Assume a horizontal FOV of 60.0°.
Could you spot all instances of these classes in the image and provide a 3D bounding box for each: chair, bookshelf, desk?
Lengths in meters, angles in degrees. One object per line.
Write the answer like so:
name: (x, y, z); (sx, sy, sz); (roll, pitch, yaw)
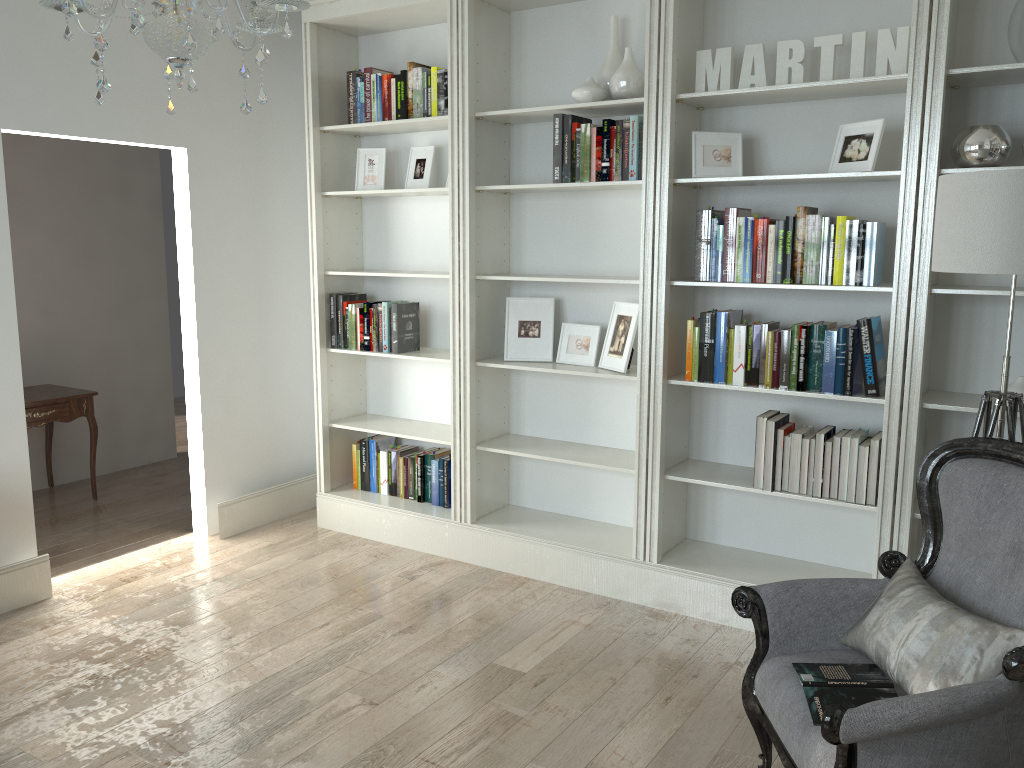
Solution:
chair: (1.031, 0.690, 2.258); (0.763, 1.024, 0.778); (0, 9, -2)
bookshelf: (-0.546, -0.626, 4.548); (0.972, 2.523, 0.399); (6, 11, 32)
bookshelf: (0.271, -0.540, 4.029); (0.972, 2.523, 0.399); (6, 11, 32)
desk: (-2.893, 0.405, 5.139); (0.555, 0.668, 0.800); (6, 11, 32)
bookshelf: (1.088, -0.454, 3.509); (0.972, 2.523, 0.399); (6, 11, 32)
bookshelf: (1.906, -0.367, 2.990); (0.972, 2.523, 0.399); (6, 11, 32)

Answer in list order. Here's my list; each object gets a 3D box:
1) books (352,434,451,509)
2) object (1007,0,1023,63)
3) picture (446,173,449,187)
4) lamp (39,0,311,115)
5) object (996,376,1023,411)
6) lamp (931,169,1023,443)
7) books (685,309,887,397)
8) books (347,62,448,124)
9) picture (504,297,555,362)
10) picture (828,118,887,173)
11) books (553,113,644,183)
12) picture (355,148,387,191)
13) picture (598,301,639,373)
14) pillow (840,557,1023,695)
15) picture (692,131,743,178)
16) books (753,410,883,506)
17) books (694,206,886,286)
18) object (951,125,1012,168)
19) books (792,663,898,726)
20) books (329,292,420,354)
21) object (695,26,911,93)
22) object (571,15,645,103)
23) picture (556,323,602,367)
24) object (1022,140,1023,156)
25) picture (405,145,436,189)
books: (-0.505, 0.452, 4.753); (0.762, 0.302, 0.207); (6, 11, 33)
object: (1.782, -1.241, 2.988); (0.193, 0.362, 0.193); (3, 10, 16)
picture: (-0.250, -1.061, 4.309); (0.094, 0.228, 0.153); (-6, 11, -32)
lamp: (-0.797, -1.928, 1.941); (0.648, 2.542, 0.577); (1, 9, 3)
object: (1.741, 0.031, 3.035); (0.152, 0.116, 0.154); (5, 11, 30)
lamp: (1.416, 0.277, 2.596); (0.429, 1.739, 0.429); (-4, 10, -23)
books: (1.089, -0.141, 3.526); (0.762, 0.302, 0.207); (6, 11, 33)
books: (-0.516, -1.456, 4.474); (0.691, 0.301, 0.201); (6, 11, 33)
picture: (0.085, -0.263, 4.245); (0.231, 0.300, 0.127); (1, 9, 8)
picture: (1.288, -0.868, 3.261); (0.124, 0.188, 0.202); (-5, 10, -27)
books: (0.426, -1.008, 3.791); (0.465, 0.291, 0.205); (6, 11, 32)
picture: (-0.732, -1.112, 4.616); (0.153, 0.228, 0.094); (1, 9, 8)
picture: (0.492, -0.212, 3.934); (0.124, 0.300, 0.202); (-5, 10, -27)
pillow: (1.056, 0.659, 2.284); (0.210, 0.263, 0.547); (-1, 9, -7)
picture: (0.825, -0.924, 3.598); (0.206, 0.192, 0.124); (0, 9, -2)
books: (1.207, 0.284, 3.483); (0.465, 0.291, 0.205); (6, 11, 32)
books: (1.077, -0.549, 3.474); (0.691, 0.301, 0.201); (6, 11, 33)
object: (1.601, -0.806, 3.029); (0.185, 0.140, 0.185); (-7, 12, -37)
books: (0.853, 0.775, 2.254); (0.224, 0.046, 0.304); (1, 9, 8)
books: (-0.722, -0.329, 4.691); (0.465, 0.291, 0.205); (6, 11, 32)
object: (1.080, -1.213, 3.370); (0.790, 0.180, 0.034); (6, 11, 32)
object: (0.441, -1.393, 3.814); (0.319, 0.397, 0.316); (4, 10, 21)
picture: (0.326, -0.187, 4.150); (0.206, 0.192, 0.124); (6, 11, 32)
object: (1.782, -0.787, 2.914); (0.185, 0.140, 0.185); (-7, 12, -37)
picture: (-0.463, -1.096, 4.523); (0.153, 0.228, 0.094); (6, 11, 32)
